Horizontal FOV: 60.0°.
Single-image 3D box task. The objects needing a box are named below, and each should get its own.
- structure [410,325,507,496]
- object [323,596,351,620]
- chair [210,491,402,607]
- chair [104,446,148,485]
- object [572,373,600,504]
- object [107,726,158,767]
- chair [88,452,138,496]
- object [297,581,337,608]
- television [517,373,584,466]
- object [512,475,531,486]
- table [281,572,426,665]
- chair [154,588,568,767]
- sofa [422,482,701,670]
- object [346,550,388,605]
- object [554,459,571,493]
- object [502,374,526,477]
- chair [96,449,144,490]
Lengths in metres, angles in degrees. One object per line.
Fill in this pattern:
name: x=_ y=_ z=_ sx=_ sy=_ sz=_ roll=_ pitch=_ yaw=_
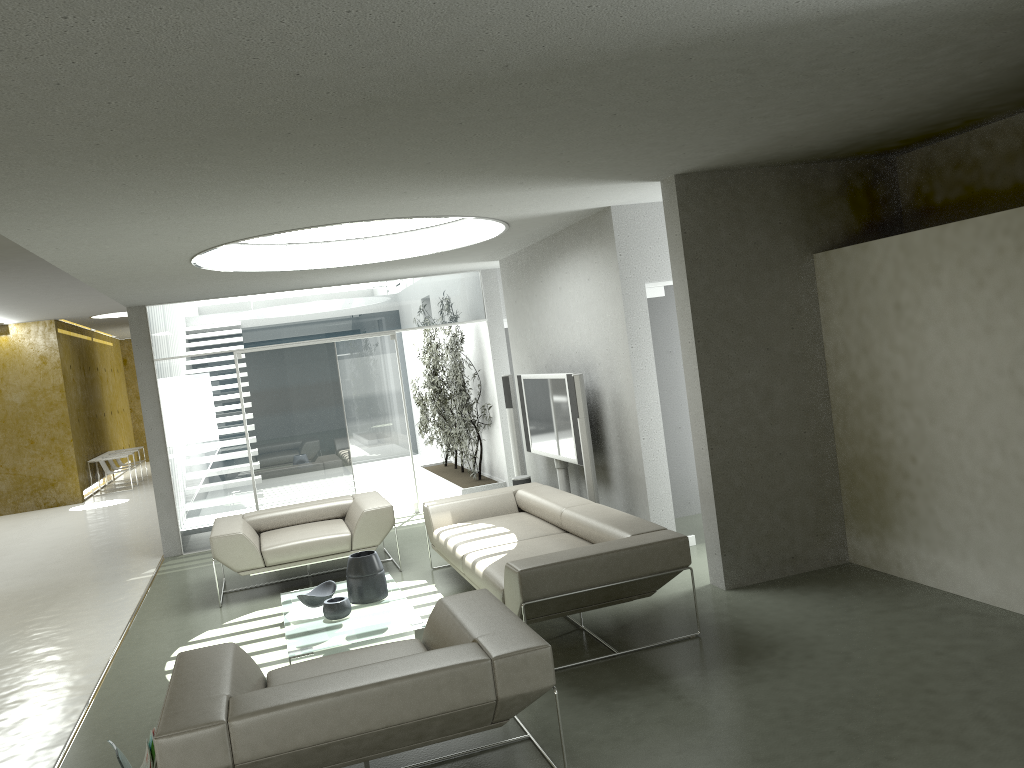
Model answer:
structure: x=-0.972 y=0.082 z=12.110 sx=0.646 sy=2.589 sz=3.371 roll=-8 pitch=2 yaw=-17
object: x=-1.105 y=1.419 z=5.605 sx=0.177 sy=0.113 sz=0.177 roll=-9 pitch=3 yaw=-35
chair: x=-1.799 y=1.388 z=7.714 sx=1.481 sy=0.583 sz=1.039 roll=-8 pitch=2 yaw=-16
chair: x=-8.178 y=1.729 z=18.785 sx=0.710 sy=0.667 sz=0.800 roll=-8 pitch=2 yaw=-16
object: x=0.613 y=0.649 z=7.023 sx=0.310 sy=1.469 sz=0.310 roll=-9 pitch=3 yaw=-39
object: x=-1.602 y=1.674 z=3.817 sx=0.216 sy=0.288 sz=0.329 roll=-9 pitch=3 yaw=-26
chair: x=-7.698 y=1.734 z=17.141 sx=0.710 sy=0.667 sz=0.800 roll=-8 pitch=2 yaw=-16
object: x=-1.303 y=1.426 z=5.948 sx=0.223 sy=0.125 sz=0.317 roll=-7 pitch=3 yaw=21
television: x=0.381 y=0.288 z=8.091 sx=0.127 sy=0.781 sz=1.603 roll=-8 pitch=2 yaw=-16
object: x=0.118 y=1.150 z=8.807 sx=0.175 sy=0.461 sz=0.185 roll=-8 pitch=3 yaw=-22
table: x=-1.080 y=1.565 z=5.820 sx=0.790 sy=0.200 sz=1.500 roll=-8 pitch=2 yaw=-16
chair: x=-0.651 y=1.400 z=3.779 sx=1.481 sy=0.583 sz=1.039 roll=-8 pitch=2 yaw=-16
sofa: x=0.150 y=1.192 z=6.173 sx=1.037 sy=0.585 sz=2.791 roll=-8 pitch=2 yaw=-16
object: x=-0.979 y=1.289 z=5.937 sx=0.265 sy=0.309 sz=0.265 roll=-9 pitch=3 yaw=-33
object: x=0.426 y=1.023 z=8.106 sx=0.323 sy=0.689 sz=0.882 roll=-8 pitch=2 yaw=-16
object: x=0.050 y=0.634 z=9.190 sx=0.310 sy=1.469 sz=0.310 roll=-7 pitch=2 yaw=11
chair: x=-7.938 y=1.732 z=17.963 sx=0.710 sy=0.667 sz=0.800 roll=-8 pitch=2 yaw=-16
